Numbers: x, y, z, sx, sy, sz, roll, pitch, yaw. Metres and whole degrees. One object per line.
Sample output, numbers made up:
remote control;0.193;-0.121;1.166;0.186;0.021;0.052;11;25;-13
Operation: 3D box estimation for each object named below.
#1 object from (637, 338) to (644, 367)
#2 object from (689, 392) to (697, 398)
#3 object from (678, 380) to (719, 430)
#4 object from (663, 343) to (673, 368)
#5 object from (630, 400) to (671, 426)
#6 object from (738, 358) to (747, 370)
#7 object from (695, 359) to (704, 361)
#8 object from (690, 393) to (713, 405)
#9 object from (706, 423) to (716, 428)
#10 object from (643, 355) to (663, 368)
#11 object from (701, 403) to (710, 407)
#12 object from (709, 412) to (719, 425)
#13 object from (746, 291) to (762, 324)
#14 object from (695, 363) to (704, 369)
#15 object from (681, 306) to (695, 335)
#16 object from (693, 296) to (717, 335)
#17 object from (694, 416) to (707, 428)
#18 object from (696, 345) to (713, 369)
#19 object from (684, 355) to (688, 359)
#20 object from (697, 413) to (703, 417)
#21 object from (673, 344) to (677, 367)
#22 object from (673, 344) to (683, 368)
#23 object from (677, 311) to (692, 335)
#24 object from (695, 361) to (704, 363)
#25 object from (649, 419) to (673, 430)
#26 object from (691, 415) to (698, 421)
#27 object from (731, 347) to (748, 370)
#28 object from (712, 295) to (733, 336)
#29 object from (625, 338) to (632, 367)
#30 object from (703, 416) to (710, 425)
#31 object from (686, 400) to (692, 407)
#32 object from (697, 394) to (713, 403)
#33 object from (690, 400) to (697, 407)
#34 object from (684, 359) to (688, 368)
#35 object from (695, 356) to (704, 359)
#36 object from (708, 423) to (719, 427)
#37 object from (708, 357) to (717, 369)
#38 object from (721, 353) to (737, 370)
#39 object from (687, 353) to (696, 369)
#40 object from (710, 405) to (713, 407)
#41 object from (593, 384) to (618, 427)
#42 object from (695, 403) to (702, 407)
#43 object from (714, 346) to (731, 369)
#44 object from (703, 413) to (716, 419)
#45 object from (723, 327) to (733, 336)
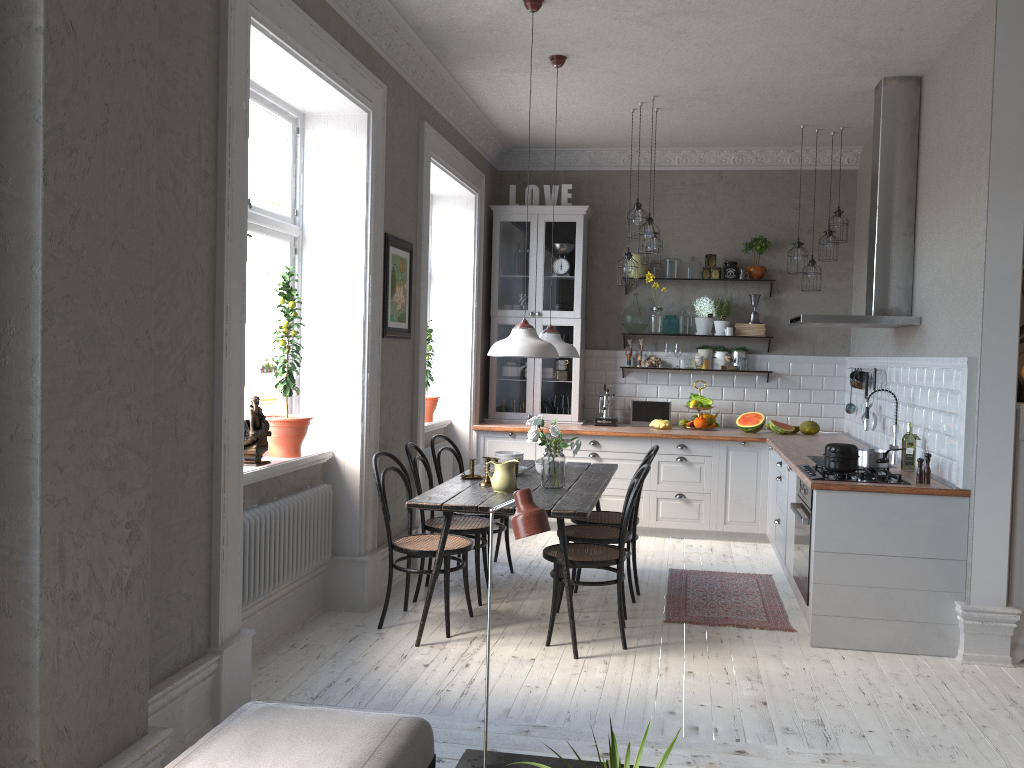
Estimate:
object;1.151;-0.280;7.911;0.063;0.264;0.052;0;3;-44
object;1.566;0.102;7.641;0.073;0.058;0.050;1;2;-14
object;1.620;0.181;7.658;0.353;0.425;0.350;1;2;-5
object;1.388;-0.252;7.891;0.082;0.217;0.081;1;2;-4
object;1.216;0.263;7.760;0.349;0.226;0.088;2;2;9
object;2.012;-0.174;7.720;0.077;0.108;0.078;2;2;3
object;1.638;-0.192;7.748;0.076;0.051;0.078;3;2;29
object;1.630;0.126;7.628;0.208;0.101;0.068;2;2;15
object;1.703;0.359;7.592;0.069;0.051;0.088;0;2;-32
object;1.245;-0.201;7.874;0.178;0.111;0.095;1;2;-13
object;1.663;0.194;7.630;0.076;0.062;0.099;1;2;-17
object;1.742;0.290;7.658;0.060;0.120;0.128;3;2;34
object;2.124;-0.667;7.754;0.131;0.287;0.130;1;2;-5
object;1.637;-0.157;7.749;0.077;0.051;0.077;2;2;3
object;1.570;-0.568;7.933;0.130;0.264;0.133;2;2;15
object;1.721;-0.607;7.846;0.240;0.354;0.238;3;2;28
object;1.603;0.323;7.538;0.114;0.110;0.110;1;2;-23
object;1.699;-0.244;7.865;0.158;0.217;0.155;1;2;-10
object;1.565;-0.213;7.879;0.076;0.083;0.079;3;2;28
object;1.648;0.296;7.723;0.085;0.093;0.087;2;2;6
object;1.472;-0.249;7.874;0.082;0.217;0.081;1;2;-4
object;1.458;-0.246;7.785;0.082;0.217;0.081;1;2;-4
object;1.518;-0.535;7.789;0.122;0.206;0.127;3;2;32
object;1.638;-0.175;7.748;0.077;0.051;0.077;2;2;3
object;1.270;0.343;7.547;0.195;0.083;0.190;2;2;10
object;1.618;0.306;7.735;0.077;0.076;0.157;3;3;36
object;2.018;-0.228;7.833;0.158;0.213;0.154;2;2;7
object;1.841;-0.613;7.774;0.187;0.380;0.166;0;2;-29
object;1.050;-0.284;7.942;0.054;0.264;0.060;1;2;-19
object;1.658;0.311;7.606;0.087;0.078;0.089;3;3;36
object;1.558;0.181;7.672;0.096;0.078;0.101;1;2;-3
object;1.671;0.135;7.691;0.177;0.096;0.090;3;2;30
object;1.559;0.168;7.595;0.058;0.069;0.080;3;2;29
object;1.564;-0.180;7.880;0.076;0.083;0.079;3;2;28
object;1.639;-0.217;7.747;0.077;0.051;0.077;1;2;-4
object;1.710;0.345;7.715;0.055;0.044;0.212;0;3;-42
object;1.762;-0.184;7.784;0.077;0.108;0.078;2;2;3
object;1.909;-0.195;7.753;0.120;0.147;0.099;1;2;-22
object;1.580;-0.205;7.801;0.080;0.139;0.078;1;2;-17
object;1.709;0.192;7.654;0.051;0.050;0.050;2;2;19
object;0.819;0.181;7.730;0.204;0.370;0.356;2;2;10
object;1.602;0.192;7.605;0.063;0.061;0.067;2;2;10
object;1.854;-0.234;7.850;0.170;0.214;0.150;3;3;40
object;1.717;0.282;7.669;0.127;0.056;0.060;2;2;1
object;1.890;-0.456;7.707;0.104;0.071;0.064;3;3;40
